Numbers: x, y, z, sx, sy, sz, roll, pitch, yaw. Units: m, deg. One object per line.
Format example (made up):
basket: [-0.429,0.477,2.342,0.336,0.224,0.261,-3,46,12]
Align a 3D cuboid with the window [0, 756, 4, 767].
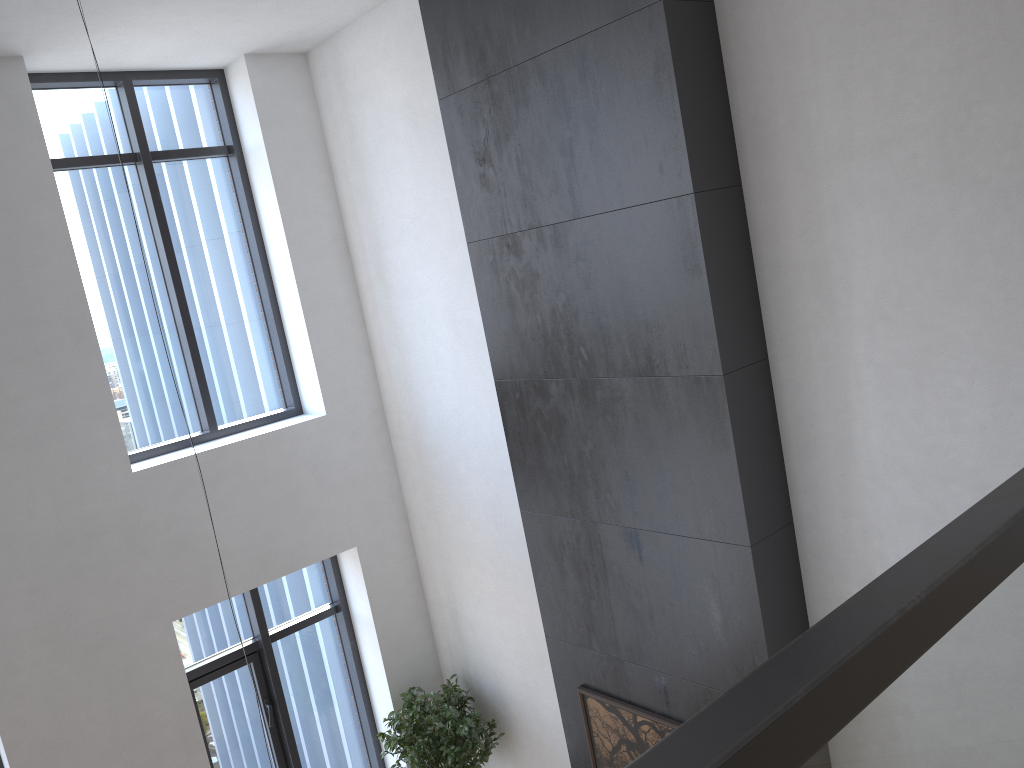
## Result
window: [-3.338,3.006,4.866,1.310,2.402,0.170,-18,11,-38]

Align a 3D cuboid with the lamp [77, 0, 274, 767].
lamp: [-1.032,0.464,3.040,1.000,4.513,1.000,-17,10,-36]

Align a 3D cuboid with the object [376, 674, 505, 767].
object: [-0.389,3.045,6.139,0.813,2.019,0.801,-17,10,-35]

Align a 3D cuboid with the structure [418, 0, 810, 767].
structure: [0.531,0.920,4.273,0.722,6.351,1.500,-18,11,-38]

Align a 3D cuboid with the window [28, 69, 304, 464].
window: [-2.251,-0.796,5.797,1.310,2.402,0.170,-18,11,-38]

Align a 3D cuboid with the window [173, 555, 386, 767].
window: [-1.613,2.456,6.281,1.310,2.402,0.170,-18,11,-38]

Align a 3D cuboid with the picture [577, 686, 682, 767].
picture: [0.787,2.117,4.469,0.026,0.990,1.056,-18,11,-38]
